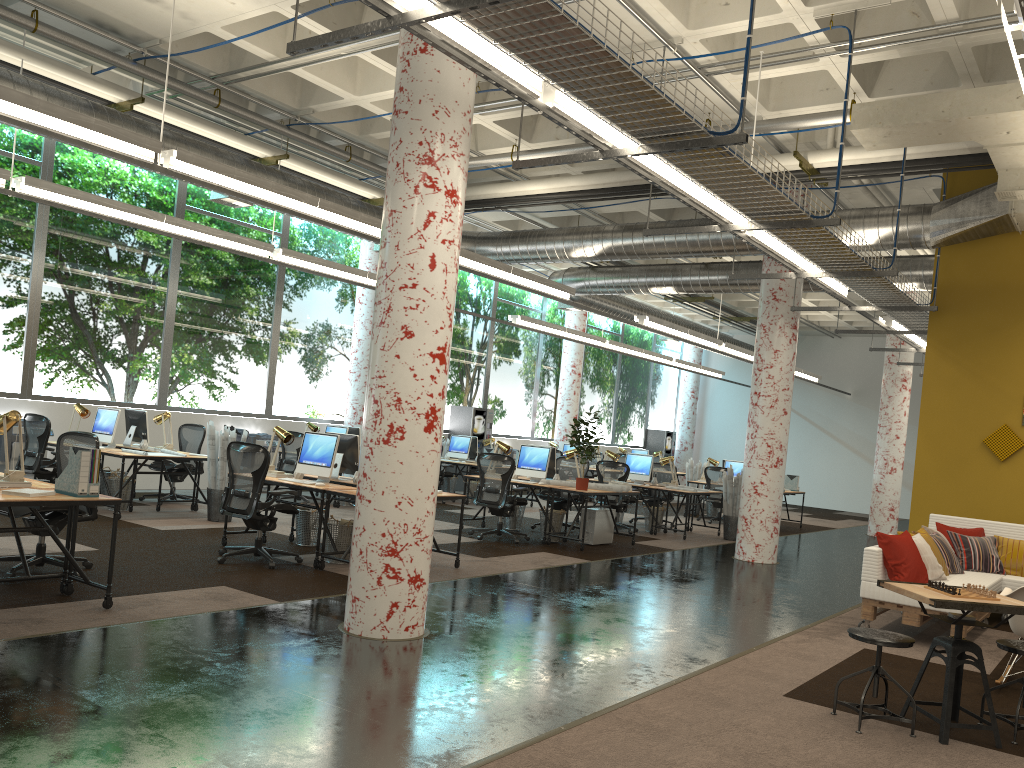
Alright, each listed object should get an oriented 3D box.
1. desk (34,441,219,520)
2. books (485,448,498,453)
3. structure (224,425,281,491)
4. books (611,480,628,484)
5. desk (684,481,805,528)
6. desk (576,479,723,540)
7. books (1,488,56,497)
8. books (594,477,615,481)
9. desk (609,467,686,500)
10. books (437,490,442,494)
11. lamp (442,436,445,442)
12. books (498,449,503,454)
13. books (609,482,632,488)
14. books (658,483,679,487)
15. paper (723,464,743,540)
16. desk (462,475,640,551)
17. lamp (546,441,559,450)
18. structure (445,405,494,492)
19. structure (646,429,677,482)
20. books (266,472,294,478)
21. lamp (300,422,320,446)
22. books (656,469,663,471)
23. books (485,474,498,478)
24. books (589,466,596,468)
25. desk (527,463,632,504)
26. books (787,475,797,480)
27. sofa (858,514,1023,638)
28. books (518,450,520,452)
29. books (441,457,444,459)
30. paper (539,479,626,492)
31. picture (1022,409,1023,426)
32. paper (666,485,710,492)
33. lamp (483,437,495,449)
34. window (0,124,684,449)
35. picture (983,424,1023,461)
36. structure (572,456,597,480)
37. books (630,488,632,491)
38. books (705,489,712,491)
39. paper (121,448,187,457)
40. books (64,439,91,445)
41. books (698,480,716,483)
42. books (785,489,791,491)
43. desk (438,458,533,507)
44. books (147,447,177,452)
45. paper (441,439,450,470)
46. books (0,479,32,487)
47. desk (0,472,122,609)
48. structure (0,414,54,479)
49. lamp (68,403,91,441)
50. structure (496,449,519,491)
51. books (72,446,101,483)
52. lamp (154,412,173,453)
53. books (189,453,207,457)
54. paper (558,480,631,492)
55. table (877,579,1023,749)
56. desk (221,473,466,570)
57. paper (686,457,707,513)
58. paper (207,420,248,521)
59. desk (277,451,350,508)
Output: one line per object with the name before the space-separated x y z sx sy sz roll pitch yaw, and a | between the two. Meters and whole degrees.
desk | -4.745 1.171 10.971 1.936 0.724 1.405 4 -3 36
books | -0.379 1.311 15.794 0.233 0.310 0.068 5 0 36
structure | -4.236 1.236 14.533 0.502 1.057 1.061 5 -1 36
books | 1.442 1.315 11.857 0.184 0.030 0.153 4 -3 33
desk | 4.630 2.402 17.645 1.936 0.724 1.405 4 -3 36
desk | 2.253 2.014 14.460 1.936 0.724 1.405 4 -3 36
books | -3.035 0.683 5.562 0.200 0.024 0.236 5 -3 9
books | 1.538 1.569 14.590 0.308 0.038 0.226 3 -3 36
desk | 3.419 2.534 22.496 1.936 0.724 1.405 4 -3 36
books | -0.809 1.055 8.711 0.200 0.024 0.236 5 -3 9
lamp | -1.479 1.211 16.758 0.209 0.611 0.527 6 -1 -35
books | -0.294 1.325 15.914 0.233 0.310 0.068 5 0 36
books | 1.448 1.348 11.868 0.193 0.044 0.257 8 -3 -37
books | 2.601 1.672 14.626 0.308 0.038 0.226 3 -3 36
paper | 3.534 1.878 14.073 0.440 1.198 0.413 5 0 14
desk | 0.501 1.694 11.867 1.936 0.724 1.405 4 -3 36
lamp | 0.818 1.595 20.003 0.219 0.611 0.527 6 -1 -35
structure | -0.922 1.409 19.162 0.636 1.810 0.752 5 0 36
structure | 4.466 2.309 26.769 0.636 1.810 0.752 5 0 36
books | -2.381 0.906 8.892 0.308 0.038 0.226 3 -3 36
lamp | -3.287 0.909 14.209 0.219 0.611 0.527 6 -1 -35
books | 3.767 2.192 22.663 0.308 0.038 0.226 3 -3 36
books | -0.214 1.248 11.998 0.308 0.038 0.226 3 -3 36
books | 1.892 1.879 20.016 0.308 0.038 0.226 3 -3 36
desk | 1.544 2.221 19.849 1.936 0.724 1.405 4 -3 36
books | 5.592 1.974 17.662 0.233 0.310 0.068 5 0 36
sofa | 4.525 1.783 7.909 2.013 0.931 2.864 4 -3 36
books | 0.205 1.408 16.618 0.233 0.310 0.068 5 0 36
books | -1.471 1.392 16.731 0.308 0.038 0.226 3 -3 36
paper | 0.895 1.302 11.420 1.133 0.082 0.083 5 -1 10
picture | 5.755 0.285 9.634 0.330 0.355 0.027 5 0 36
paper | 2.767 1.651 13.968 0.566 0.061 0.628 4 -3 33
lamp | -0.363 1.316 16.743 0.219 0.611 0.527 6 -1 -35
window | -2.258 -0.985 17.571 0.050 3.761 26.281 6 -2 36
picture | 5.450 0.649 9.815 0.423 0.424 0.047 4 0 36
structure | 1.807 2.246 23.069 0.502 1.057 1.061 5 -1 36
books | 1.443 1.394 11.841 0.271 0.050 0.201 4 -3 33
books | 3.127 1.726 14.471 0.244 0.019 0.205 6 -3 -17
paper | -4.230 0.808 10.480 0.566 0.061 0.628 4 -3 33
books | -5.459 0.726 11.101 0.308 0.038 0.226 3 -3 36
books | 3.915 1.957 17.776 0.308 0.038 0.226 3 -3 36
books | 5.360 2.085 17.415 0.200 0.024 0.236 5 -3 9
desk | -0.757 1.837 16.601 1.936 0.724 1.405 4 -3 36
books | -4.397 0.829 11.137 0.308 0.038 0.226 3 -3 36
paper | -1.535 1.580 17.676 0.440 1.198 0.413 5 0 14
books | -3.418 0.658 5.959 0.308 0.038 0.226 3 -3 36
desk | -3.766 1.000 5.792 1.936 0.724 1.405 4 -3 36
structure | -6.420 0.872 11.449 0.502 1.057 1.061 5 -1 36
lamp | -5.467 0.545 11.128 0.209 0.611 0.527 6 -1 -35
structure | -0.068 1.933 20.422 0.502 1.057 1.061 5 -1 36
books | -2.804 0.572 5.809 0.233 0.310 0.068 5 0 36
lamp | -4.355 0.650 11.110 0.209 0.611 0.527 6 -1 -35
books | -3.870 0.883 10.982 0.244 0.019 0.205 6 -3 -17
paper | 0.993 1.319 11.556 1.134 0.082 0.083 5 -1 0
table | 2.411 1.525 4.841 0.626 0.759 0.616 6 -1 -4
desk | -1.666 1.351 8.762 1.936 0.724 1.405 4 -3 36
paper | 3.851 2.145 18.720 0.440 1.198 0.413 5 0 14
paper | -3.464 1.035 10.584 0.440 1.198 0.413 5 0 14
desk | -2.560 1.536 14.055 1.936 0.724 1.405 4 -3 36
